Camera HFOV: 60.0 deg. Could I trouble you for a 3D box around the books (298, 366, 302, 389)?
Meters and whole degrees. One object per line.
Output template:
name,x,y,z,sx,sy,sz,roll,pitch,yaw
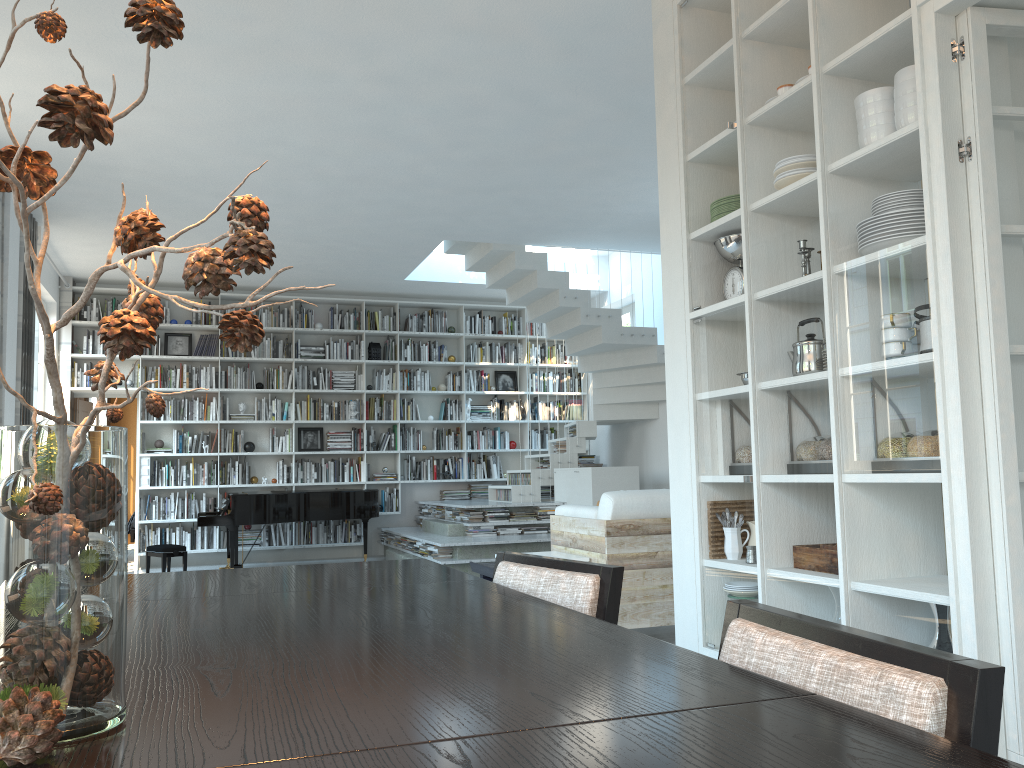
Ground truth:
books,-2.559,-0.061,10.685,0.026,0.296,0.179,1,-6,-19

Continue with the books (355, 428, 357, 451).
books,-1.915,0.684,10.850,0.011,0.288,0.152,1,-6,-19

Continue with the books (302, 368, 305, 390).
books,-2.519,-0.046,10.690,0.025,0.265,0.185,1,-6,-19

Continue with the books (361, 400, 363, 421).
books,-1.858,0.332,10.914,0.023,0.264,0.107,1,-6,-19

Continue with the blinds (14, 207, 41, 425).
blinds,-4.057,0.171,7.308,0.140,3.227,0.777,1,-5,-19

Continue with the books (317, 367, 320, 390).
books,-2.355,-0.052,10.766,0.022,0.285,0.131,1,-6,-19

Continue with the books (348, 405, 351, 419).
books,-1.998,0.361,10.849,0.035,0.201,0.149,1,-6,-19

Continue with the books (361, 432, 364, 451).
books,-1.844,0.712,10.848,0.034,0.229,0.199,1,-6,-19

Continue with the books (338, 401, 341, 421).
books,-2.101,0.335,10.788,0.012,0.245,0.186,1,-6,-19

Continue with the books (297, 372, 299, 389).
books,-2.589,-0.026,10.690,0.027,0.228,0.147,1,-6,-19

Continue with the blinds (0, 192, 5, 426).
blinds,-3.614,0.014,6.059,0.183,3.257,1.027,1,-6,-20

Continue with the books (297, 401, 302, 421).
books,-2.552,0.333,10.657,0.042,0.241,0.162,1,-6,-19

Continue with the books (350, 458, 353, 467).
books,-1.953,1.051,10.812,0.010,0.283,0.132,1,-6,-19

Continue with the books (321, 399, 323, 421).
books,-2.308,0.322,10.723,0.028,0.267,0.190,1,-6,-19

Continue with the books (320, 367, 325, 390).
books,-2.306,-0.055,10.779,0.049,0.291,0.162,1,-6,-19

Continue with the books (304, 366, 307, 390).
books,-2.500,-0.059,10.717,0.029,0.295,0.151,1,-6,-19

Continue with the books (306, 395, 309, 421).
books,-2.455,0.294,10.665,0.014,0.317,0.188,1,-6,-19

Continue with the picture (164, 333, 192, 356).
picture,-3.886,-0.446,10.320,0.300,0.299,0.077,1,-6,-19

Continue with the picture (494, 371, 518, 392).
picture,-0.074,-0.024,11.616,0.300,0.299,0.077,1,-6,-19

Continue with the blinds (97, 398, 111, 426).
blinds,-6.284,0.870,13.664,0.140,3.227,0.777,1,-5,-19

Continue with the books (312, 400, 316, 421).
books,-2.393,0.328,10.729,0.028,0.259,0.134,1,-6,-19

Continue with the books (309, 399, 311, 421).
books,-2.441,0.319,10.667,0.015,0.266,0.189,1,-6,-19

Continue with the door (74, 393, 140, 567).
door,-4.781,1.133,10.387,0.834,1.978,0.787,1,-6,-19

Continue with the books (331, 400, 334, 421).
books,-2.185,0.330,10.784,0.014,0.258,0.161,1,-6,-19

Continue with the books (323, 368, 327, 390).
books,-2.268,-0.044,10.777,0.021,0.268,0.192,1,-6,-19

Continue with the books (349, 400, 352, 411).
books,-1.978,0.331,10.868,0.014,0.263,0.135,1,-6,-19

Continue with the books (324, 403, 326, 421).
books,-2.277,0.349,10.746,0.024,0.216,0.175,1,-6,-19

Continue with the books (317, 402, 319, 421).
books,-2.352,0.339,10.729,0.025,0.235,0.137,1,-6,-19

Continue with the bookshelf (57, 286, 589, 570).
bookshelf,-2.015,0.544,10.759,6.297,3.139,0.330,1,-5,-19

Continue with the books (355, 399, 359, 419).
books,-1.906,0.324,10.895,0.025,0.278,0.108,1,-6,-19

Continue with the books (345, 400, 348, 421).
books,-2.027,0.332,10.844,0.024,0.258,0.126,1,-6,-19

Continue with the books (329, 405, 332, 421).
books,-2.218,0.360,10.780,0.050,0.198,0.146,1,-6,-19

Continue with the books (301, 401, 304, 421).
books,-2.523,0.332,10.677,0.026,0.247,0.139,1,-6,-19

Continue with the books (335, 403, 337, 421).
books,-2.151,0.346,10.779,0.029,0.224,0.185,1,-6,-19

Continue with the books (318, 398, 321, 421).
books,-2.332,0.315,10.731,0.013,0.283,0.177,1,-6,-19

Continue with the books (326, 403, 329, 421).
books,-2.252,0.350,10.756,0.030,0.214,0.169,1,-6,-19

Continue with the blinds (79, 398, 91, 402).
blinds,-5.365,0.581,11.040,0.140,3.227,0.777,1,-5,-19

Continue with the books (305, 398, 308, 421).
books,-2.480,0.315,10.700,0.010,0.283,0.136,1,-6,-19

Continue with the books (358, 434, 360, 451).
books,-1.889,0.721,10.861,0.021,0.217,0.132,1,-6,-19

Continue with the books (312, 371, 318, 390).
books,-2.392,-0.030,10.737,0.066,0.236,0.154,1,-6,-19

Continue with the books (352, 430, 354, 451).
books,-1.944,0.697,10.827,0.011,0.260,0.184,1,-6,-19

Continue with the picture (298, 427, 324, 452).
picture,-2.433,0.674,10.720,0.300,0.299,0.077,1,-6,-19

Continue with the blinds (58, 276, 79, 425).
blinds,-4.976,0.460,9.932,0.140,3.227,0.777,1,-5,-19

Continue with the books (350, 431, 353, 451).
books,-1.956,0.700,10.826,0.012,0.254,0.161,1,-6,-19

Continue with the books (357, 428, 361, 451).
books,-1.869,0.688,10.852,0.011,0.279,0.186,1,-6,-19

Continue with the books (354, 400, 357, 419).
books,-1.926,0.333,10.876,0.025,0.259,0.130,1,-6,-19

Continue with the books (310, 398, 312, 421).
books,-2.425,0.314,10.689,0.010,0.280,0.170,1,-6,-19

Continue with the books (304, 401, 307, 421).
books,-2.495,0.335,10.680,0.029,0.240,0.156,1,-6,-19

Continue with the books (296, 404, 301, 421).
books,-2.566,0.348,10.638,0.053,0.208,0.156,1,-6,-19

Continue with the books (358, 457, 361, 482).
books,-1.865,1.043,10.834,0.011,0.300,0.149,1,-6,-19

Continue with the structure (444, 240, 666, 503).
structure,0.311,-0.073,9.779,2.613,3.378,1.956,1,-6,-19

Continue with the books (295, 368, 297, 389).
books,-2.609,-0.047,10.668,0.026,0.266,0.171,1,-6,-19

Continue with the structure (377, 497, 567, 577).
structure,0.093,1.650,9.942,2.899,0.658,3.116,1,-6,-19

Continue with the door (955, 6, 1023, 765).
door,1.718,0.047,2.493,0.839,2.225,0.067,0,-5,-9

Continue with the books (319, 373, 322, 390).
books,-2.330,-0.018,10.765,0.024,0.216,0.148,1,-6,-19

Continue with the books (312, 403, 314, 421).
books,-2.416,0.343,10.714,0.024,0.228,0.147,1,-6,-19

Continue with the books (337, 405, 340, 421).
books,-2.124,0.358,10.789,0.029,0.200,0.178,1,-6,-19

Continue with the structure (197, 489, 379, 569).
structure,-2.327,1.557,9.426,1.918,0.832,1.336,1,-6,-19

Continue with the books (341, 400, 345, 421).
books,-2.067,0.331,10.820,0.025,0.258,0.150,1,-6,-19
